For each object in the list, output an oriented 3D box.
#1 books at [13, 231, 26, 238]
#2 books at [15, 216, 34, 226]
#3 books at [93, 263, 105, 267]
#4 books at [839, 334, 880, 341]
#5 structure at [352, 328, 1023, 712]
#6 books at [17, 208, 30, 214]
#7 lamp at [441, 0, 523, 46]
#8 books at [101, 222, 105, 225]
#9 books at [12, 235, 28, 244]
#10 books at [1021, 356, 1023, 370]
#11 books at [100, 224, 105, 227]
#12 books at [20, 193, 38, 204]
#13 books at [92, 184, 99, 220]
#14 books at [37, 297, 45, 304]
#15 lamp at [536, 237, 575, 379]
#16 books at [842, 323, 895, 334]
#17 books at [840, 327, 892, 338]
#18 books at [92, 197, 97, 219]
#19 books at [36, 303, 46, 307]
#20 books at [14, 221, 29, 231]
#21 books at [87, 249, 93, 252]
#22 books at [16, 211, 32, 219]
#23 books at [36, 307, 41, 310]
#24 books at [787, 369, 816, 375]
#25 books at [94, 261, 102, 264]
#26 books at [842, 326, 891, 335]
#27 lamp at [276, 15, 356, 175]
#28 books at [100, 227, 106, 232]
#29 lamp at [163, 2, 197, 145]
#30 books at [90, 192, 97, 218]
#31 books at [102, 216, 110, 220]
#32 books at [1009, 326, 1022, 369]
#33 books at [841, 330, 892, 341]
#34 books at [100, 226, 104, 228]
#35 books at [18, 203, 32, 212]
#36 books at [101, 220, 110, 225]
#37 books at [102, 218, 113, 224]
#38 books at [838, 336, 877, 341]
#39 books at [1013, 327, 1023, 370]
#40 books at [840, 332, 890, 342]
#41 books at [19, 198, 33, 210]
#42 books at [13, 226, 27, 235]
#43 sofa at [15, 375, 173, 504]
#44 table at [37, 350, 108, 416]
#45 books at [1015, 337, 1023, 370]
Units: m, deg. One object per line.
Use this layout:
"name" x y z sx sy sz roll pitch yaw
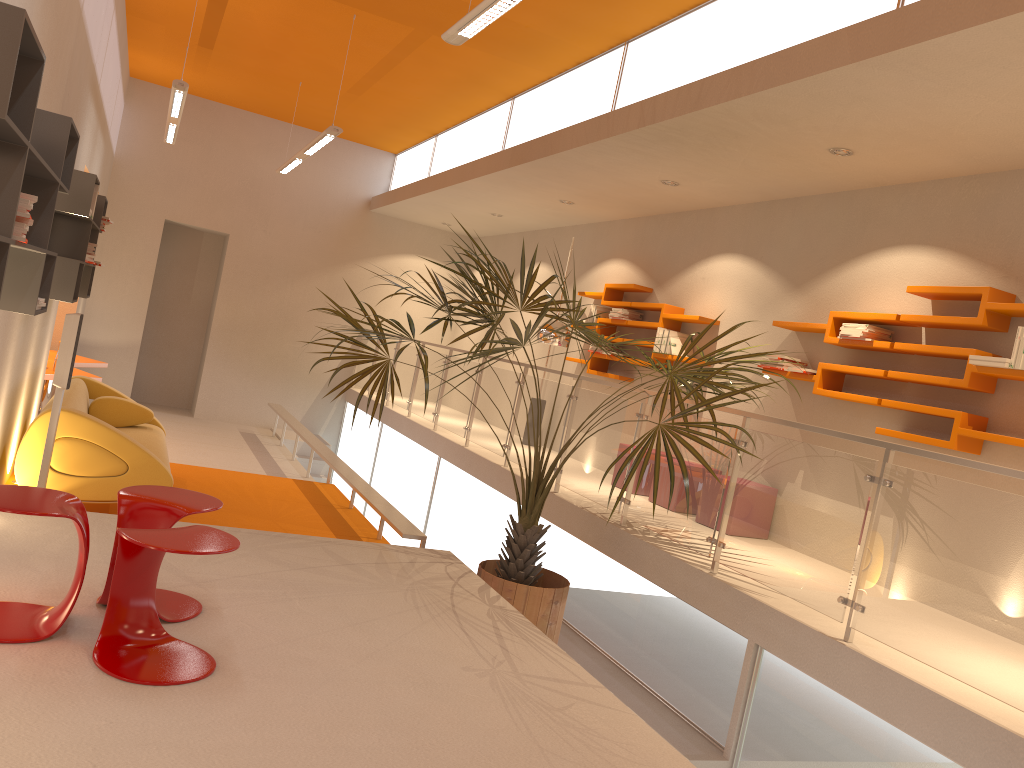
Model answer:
"books" -1.597 -0.473 2.705 0.190 0.011 0.268 11 2 -27
"books" -1.596 -0.518 2.700 0.230 0.017 0.227 11 2 -33
"books" -3.340 -0.954 6.948 0.254 0.015 0.190 11 2 -17
"books" 2.316 -0.291 5.819 0.268 0.011 0.190 11 2 -22
"structure" -0.097 0.224 8.069 0.195 0.900 11.050 11 2 -23
"books" -1.582 -0.543 2.703 0.190 0.011 0.268 11 2 -27
"lamp" 0.398 -2.103 3.141 0.120 1.052 3.195 11 2 -23
"books" -3.290 -1.268 6.929 0.190 0.015 0.254 11 2 -22
"books" -1.601 -0.462 2.709 0.210 0.013 0.297 11 2 -28
"books" 2.800 -0.138 4.695 0.230 0.169 0.027 11 2 -23
"books" -3.293 -1.254 6.938 0.190 0.015 0.254 11 2 -27
"books" -1.582 -0.588 2.698 0.230 0.017 0.227 11 2 -33
"books" -2.802 -1.198 5.707 0.230 0.227 0.017 11 2 -23
"books" -2.061 -0.365 3.649 0.230 0.017 0.227 11 2 -23
"lamp" 0.368 -0.403 9.057 0.315 2.259 2.077 12 2 -1
"books" 2.342 -0.364 5.831 0.230 0.017 0.226 11 2 -23
"books" 2.323 -0.335 5.826 0.227 0.017 0.230 11 2 -28
"books" -2.789 -1.164 5.662 0.230 0.169 0.027 11 2 -23
"books" -2.051 -0.346 3.651 0.190 0.015 0.254 11 2 -17
"books" -1.587 -0.500 2.704 0.190 0.015 0.254 11 2 -27
"books" -3.086 -0.966 6.302 0.190 0.011 0.268 11 2 -27
"books" -1.586 -0.532 2.707 0.210 0.013 0.297 11 2 -28
"books" -2.055 -0.331 3.643 0.190 0.015 0.254 11 2 -22
"books" 2.094 -0.069 6.223 0.254 0.015 0.190 11 2 -17
"books" -3.336 -0.969 6.934 0.226 0.017 0.230 11 2 -23
"books" 2.326 -0.351 5.830 0.190 0.015 0.254 11 2 -17
"lamp" -1.973 -2.769 8.819 0.120 1.052 3.195 11 2 -23
"books" -3.292 -1.227 6.926 0.210 0.013 0.297 11 2 -23
"lamp" -3.081 -2.984 8.331 0.120 1.052 3.195 11 2 -23
"books" -2.766 -1.158 5.612 0.230 0.169 0.023 11 2 -23
"books" -3.261 -1.311 6.917 0.226 0.017 0.230 11 2 -23
"books" 2.774 -0.175 4.754 0.230 0.227 0.017 11 2 -23
"books" 2.322 -0.319 5.813 0.254 0.015 0.190 11 2 -22
"books" -3.291 -1.240 6.930 0.190 0.011 0.268 11 2 -22
"books" -1.574 -0.555 2.694 0.190 0.015 0.254 11 2 -32
"books" -3.274 -1.281 6.931 0.230 0.017 0.226 11 2 -28
"books" -3.265 -1.296 6.931 0.254 0.015 0.190 11 2 -17
"books" 2.322 -0.278 5.816 0.210 0.013 0.297 11 2 -23
"books" 2.787 -0.172 4.740 0.230 0.227 0.017 11 2 -23
"books" 2.311 -0.306 5.813 0.254 0.015 0.190 11 2 -27
"books" -1.572 -0.570 2.702 0.190 0.015 0.254 11 2 -27
"books" -1.589 -0.485 2.696 0.190 0.015 0.254 11 2 -32
"sofa" -2.987 0.429 6.473 0.929 0.706 2.081 11 2 -23
"table" -4.647 0.145 8.836 0.969 0.760 2.573 11 2 -23
"books" 2.782 -0.143 4.717 0.230 0.169 0.027 11 2 -23
